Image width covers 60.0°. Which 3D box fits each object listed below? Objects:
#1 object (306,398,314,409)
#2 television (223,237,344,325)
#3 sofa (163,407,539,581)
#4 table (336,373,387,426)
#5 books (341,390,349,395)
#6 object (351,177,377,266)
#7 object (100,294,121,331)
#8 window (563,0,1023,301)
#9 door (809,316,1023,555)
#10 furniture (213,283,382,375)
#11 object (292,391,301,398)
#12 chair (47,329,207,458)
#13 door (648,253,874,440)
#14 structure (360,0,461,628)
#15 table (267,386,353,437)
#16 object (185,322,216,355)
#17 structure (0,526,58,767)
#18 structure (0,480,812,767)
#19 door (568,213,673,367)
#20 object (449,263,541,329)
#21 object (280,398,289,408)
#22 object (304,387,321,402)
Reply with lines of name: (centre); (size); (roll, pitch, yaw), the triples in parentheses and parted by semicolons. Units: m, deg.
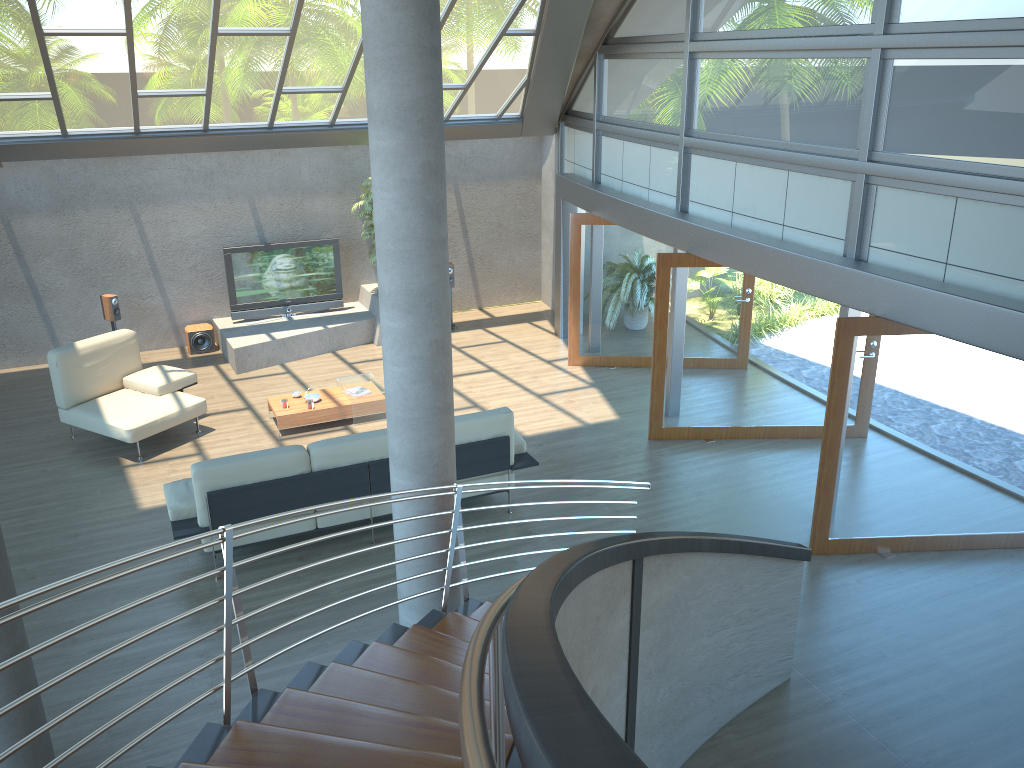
object: (-2.166, 0.214, 9.541); (0.085, 0.101, 0.070); (1, 20, 4)
television: (-3.174, -1.455, 12.434); (1.568, 1.063, 0.396); (-9, 22, -22)
sofa: (-1.368, 0.722, 7.691); (3.079, 0.947, 1.166); (-9, 22, -23)
table: (-1.692, 0.163, 10.017); (0.400, 0.342, 0.680); (-9, 22, -22)
books: (-1.776, 0.093, 9.996); (0.189, 0.005, 0.275); (-19, 27, -40)
object: (-1.750, -2.188, 12.486); (0.932, 1.857, 0.895); (8, 22, 23)
object: (-5.191, -0.693, 11.575); (0.234, 0.959, 0.171); (11, 23, 29)
window: (3.876, -1.515, 5.343); (1.098, 6.630, 16.616); (-10, 22, -24)
door: (3.521, 0.413, 6.840); (2.298, 1.977, 0.200); (-2, 20, -3)
furniture: (-2.579, -0.851, 12.456); (2.936, 0.610, 1.577); (-9, 22, -22)
object: (-2.397, 0.106, 9.862); (0.100, 0.086, 0.102); (-8, 21, -19)
chair: (-3.980, 0.051, 9.448); (1.244, 1.023, 1.217); (11, 23, 29)
door: (2.567, -0.358, 8.967); (2.298, 1.977, 0.200); (-1, 20, 0)
structure: (-0.534, -1.402, 4.433); (0.381, 7.125, 0.382); (6, 21, 18)
table: (-2.056, 0.273, 9.883); (1.200, 0.250, 0.600); (-9, 22, -22)
object: (-4.332, -0.636, 12.308); (0.362, 0.323, 0.425); (-9, 22, -22)
structure: (-2.656, -1.053, 3.545); (0.382, 7.125, 0.381); (-9, 22, -22)
structure: (0.049, 0.972, 3.013); (2.349, 3.653, 6.809); (4, 21, 13)
door: (1.864, -1.146, 11.127); (2.298, 1.977, 0.200); (1, 20, 5)
object: (-3.775, -1.437, 13.592); (21.345, 0.982, 7.863); (-8, 21, -19)
object: (-2.455, 0.204, 9.575); (0.070, 0.101, 0.085); (-10, 22, -24)
object: (-2.191, 0.113, 9.730); (0.178, 0.161, 0.178); (6, 21, 16)
